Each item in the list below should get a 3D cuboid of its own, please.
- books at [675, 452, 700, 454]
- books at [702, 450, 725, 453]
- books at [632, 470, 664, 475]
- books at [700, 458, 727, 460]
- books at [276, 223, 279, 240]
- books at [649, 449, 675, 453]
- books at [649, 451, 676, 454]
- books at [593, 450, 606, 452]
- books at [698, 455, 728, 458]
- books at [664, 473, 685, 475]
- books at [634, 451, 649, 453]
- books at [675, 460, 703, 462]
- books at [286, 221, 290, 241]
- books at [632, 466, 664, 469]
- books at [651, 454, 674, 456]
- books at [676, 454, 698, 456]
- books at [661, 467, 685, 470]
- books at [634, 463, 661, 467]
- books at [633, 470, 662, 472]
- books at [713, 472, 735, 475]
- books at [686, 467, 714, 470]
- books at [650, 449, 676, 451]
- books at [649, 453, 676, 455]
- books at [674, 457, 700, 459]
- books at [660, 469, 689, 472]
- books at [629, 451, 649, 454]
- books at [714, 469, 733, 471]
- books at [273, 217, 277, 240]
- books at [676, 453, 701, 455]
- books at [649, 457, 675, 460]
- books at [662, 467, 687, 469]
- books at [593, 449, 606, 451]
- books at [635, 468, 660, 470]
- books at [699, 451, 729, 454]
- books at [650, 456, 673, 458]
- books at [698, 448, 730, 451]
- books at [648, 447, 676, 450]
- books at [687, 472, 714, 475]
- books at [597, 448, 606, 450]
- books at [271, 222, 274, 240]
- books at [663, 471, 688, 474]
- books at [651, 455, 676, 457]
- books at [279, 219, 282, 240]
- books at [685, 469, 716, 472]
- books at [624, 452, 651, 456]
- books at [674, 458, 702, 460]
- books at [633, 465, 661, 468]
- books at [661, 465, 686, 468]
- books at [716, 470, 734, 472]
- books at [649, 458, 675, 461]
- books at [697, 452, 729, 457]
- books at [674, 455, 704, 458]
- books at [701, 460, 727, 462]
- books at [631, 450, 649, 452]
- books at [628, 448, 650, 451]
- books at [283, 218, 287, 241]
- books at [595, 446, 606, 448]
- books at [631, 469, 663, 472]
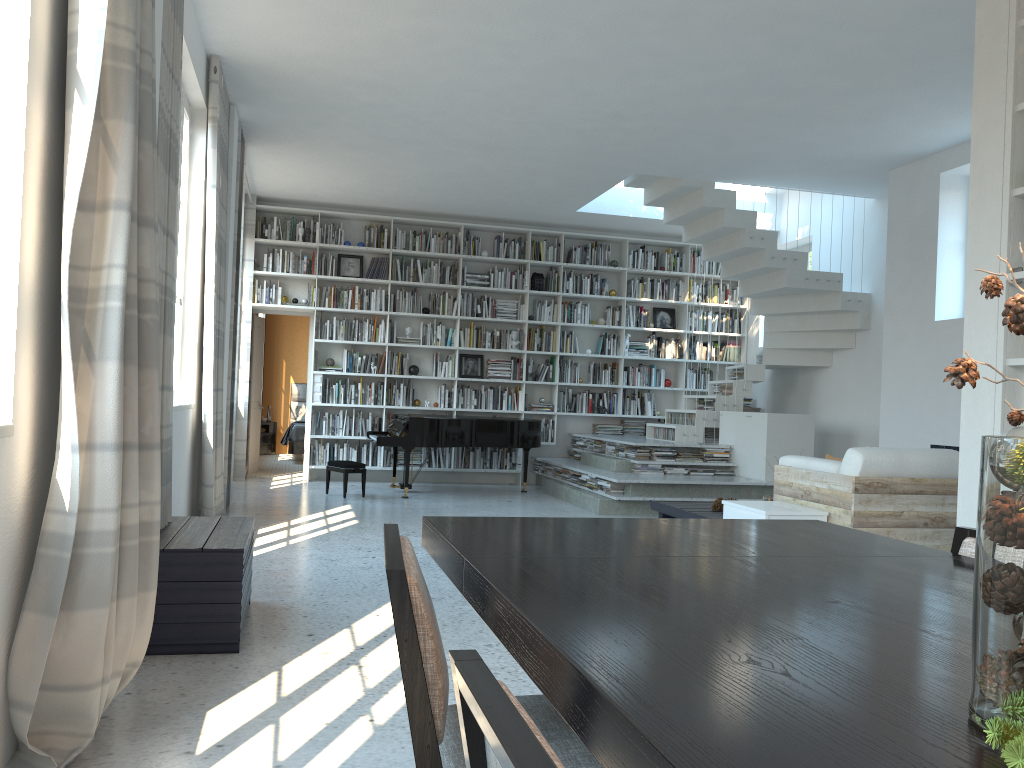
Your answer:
[{"bbox_3d":[1.831,0.720,9.265,0.203,0.011,0.173,3,-1,-19],"label":"books"},{"bbox_3d":[2.121,0.706,9.339,0.192,0.024,0.167,3,-1,-9],"label":"books"},{"bbox_3d":[1.382,0.901,9.024,0.262,0.023,0.200,3,-1,-16],"label":"books"},{"bbox_3d":[2.114,0.790,9.352,0.262,0.016,0.132,3,-1,-19],"label":"books"},{"bbox_3d":[-2.714,-1.739,10.266,0.030,0.206,0.175,2,-1,-14],"label":"books"},{"bbox_3d":[1.556,0.695,9.214,0.221,0.018,0.154,3,-1,-13],"label":"books"},{"bbox_3d":[1.561,0.712,9.189,0.230,0.015,0.190,3,-1,-9],"label":"books"},{"bbox_3d":[1.056,0.775,10.238,0.182,0.011,0.253,3,-1,-10],"label":"books"},{"bbox_3d":[2.116,0.767,9.347,0.268,0.014,0.160,3,-1,-15],"label":"books"},{"bbox_3d":[1.652,0.918,9.115,0.208,0.015,0.152,3,-1,-16],"label":"books"},{"bbox_3d":[1.352,0.707,9.261,0.091,0.011,0.190,3,-1,-16],"label":"books"},{"bbox_3d":[1.827,0.801,9.265,0.291,0.007,0.174,3,-1,-11],"label":"books"},{"bbox_3d":[-2.606,-1.759,10.321,0.030,0.257,0.130,2,-1,-14],"label":"books"},{"bbox_3d":[1.380,0.853,9.041,0.292,0.012,0.159,3,-1,-11],"label":"books"},{"bbox_3d":[1.556,0.734,9.208,0.210,0.012,0.168,3,-1,-13],"label":"books"},{"bbox_3d":[1.827,0.744,9.276,0.179,0.010,0.160,3,-1,-12],"label":"books"},{"bbox_3d":[1.652,0.871,9.122,0.211,0.018,0.134,3,-1,-11],"label":"books"},{"bbox_3d":[1.382,0.824,9.040,0.234,0.025,0.157,3,-1,-19],"label":"books"},{"bbox_3d":[1.378,0.886,9.044,0.264,0.006,0.164,3,-1,-13],"label":"books"},{"bbox_3d":[2.187,0.926,9.247,0.234,0.017,0.151,3,-1,-13],"label":"books"},{"bbox_3d":[1.925,0.875,9.173,0.275,0.009,0.176,3,-1,-14],"label":"books"},{"bbox_3d":[1.558,0.682,9.207,0.228,0.009,0.159,3,-1,-18],"label":"books"},{"bbox_3d":[1.555,0.724,9.210,0.260,0.009,0.153,3,-1,-11],"label":"books"},{"bbox_3d":[1.827,0.771,9.269,0.214,0.015,0.177,3,-1,-13],"label":"books"},{"bbox_3d":[1.654,0.886,9.111,0.272,0.012,0.158,3,-1,-16],"label":"books"},{"bbox_3d":[1.330,0.718,9.256,0.137,0.012,0.242,3,-1,-13],"label":"books"},{"bbox_3d":[2.186,0.894,9.256,0.215,0.007,0.130,3,-1,-12],"label":"books"},{"bbox_3d":[-2.742,-1.778,10.269,0.028,0.283,0.189,2,-1,-14],"label":"books"},{"bbox_3d":[1.829,0.732,9.271,0.246,0.013,0.172,3,-1,-15],"label":"books"},{"bbox_3d":[1.552,0.771,9.215,0.227,0.013,0.148,3,-1,-16],"label":"books"},{"bbox_3d":[1.654,0.859,9.117,0.242,0.005,0.152,3,-1,-13],"label":"books"},{"bbox_3d":[1.063,0.762,10.240,0.178,0.014,0.247,3,-1,-16],"label":"books"},{"bbox_3d":[1.381,0.865,9.037,0.210,0.012,0.168,3,-1,-10],"label":"books"},{"bbox_3d":[2.122,0.723,9.332,0.261,0.012,0.179,3,-1,-10],"label":"books"},{"bbox_3d":[1.551,0.759,9.220,0.207,0.012,0.131,3,-1,-18],"label":"books"},{"bbox_3d":[2.124,0.687,9.328,0.285,0.013,0.181,3,-1,-19],"label":"books"},{"bbox_3d":[1.554,0.670,9.227,0.261,0.016,0.128,3,-1,-15],"label":"books"},{"bbox_3d":[1.932,0.920,9.167,0.250,0.018,0.177,3,-1,-11],"label":"books"},{"bbox_3d":[1.085,0.748,10.245,0.138,0.017,0.237,3,-1,-15],"label":"books"},{"bbox_3d":[-2.771,-1.751,10.272,0.024,0.227,0.157,2,-1,-14],"label":"books"},{"bbox_3d":[1.656,0.901,9.101,0.232,0.019,0.169,3,-1,-19],"label":"books"},{"bbox_3d":[1.558,0.747,9.197,0.215,0.013,0.189,3,-1,-15],"label":"books"},{"bbox_3d":[-2.678,-1.765,10.268,0.057,0.262,0.190,2,-1,-14],"label":"books"},{"bbox_3d":[1.934,0.889,9.165,0.287,0.018,0.190,3,-1,-15],"label":"books"},{"bbox_3d":[1.306,0.729,9.250,0.184,0.014,0.297,3,-1,-15],"label":"books"},{"bbox_3d":[1.823,0.786,9.284,0.293,0.014,0.133,3,-1,-17],"label":"books"},{"bbox_3d":[1.378,0.842,9.053,0.257,0.010,0.132,3,-1,-10],"label":"books"},{"bbox_3d":[1.654,0.850,9.119,0.220,0.013,0.149,3,-1,-15],"label":"books"},{"bbox_3d":[2.185,0.904,9.256,0.229,0.014,0.133,3,-1,-15],"label":"books"},{"bbox_3d":[1.555,0.785,9.201,0.216,0.015,0.177,3,-1,-16],"label":"books"},{"bbox_3d":[2.119,0.745,9.339,0.284,0.030,0.177,3,-1,-13],"label":"books"},{"bbox_3d":[1.832,0.756,9.254,0.273,0.014,0.187,3,-1,-19],"label":"books"},{"bbox_3d":[2.117,0.812,9.337,0.220,0.011,0.177,3,-1,-16],"label":"books"},{"bbox_3d":[1.326,0.696,9.255,0.132,0.009,0.269,3,-1,-10],"label":"books"},{"bbox_3d":[1.324,0.685,9.254,0.149,0.014,0.228,3,-1,-16],"label":"books"},{"bbox_3d":[-2.635,-1.773,10.295,0.039,0.282,0.181,2,-1,-14],"label":"books"},{"bbox_3d":[1.074,0.730,10.243,0.159,0.018,0.203,3,-1,-16],"label":"books"},{"bbox_3d":[1.379,0.879,9.044,0.285,0.008,0.159,3,-1,-16],"label":"books"}]
